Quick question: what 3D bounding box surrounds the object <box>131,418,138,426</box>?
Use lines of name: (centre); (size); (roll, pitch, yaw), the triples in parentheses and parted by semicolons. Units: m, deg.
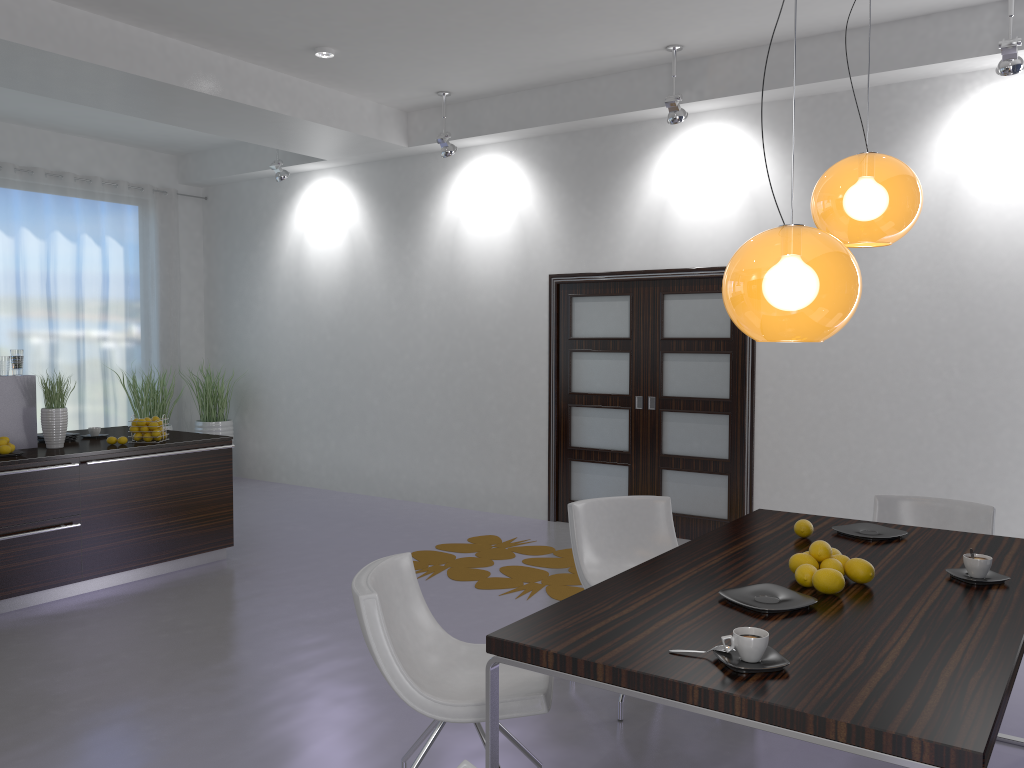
object: (-2.449, 0.253, 5.776); (0.057, 0.060, 0.052); (1, 3, 23)

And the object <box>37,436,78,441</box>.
object: (-2.980, 0.356, 5.809); (0.232, 0.020, 0.232); (3, 4, 43)

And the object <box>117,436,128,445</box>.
object: (-2.472, 0.359, 5.629); (0.053, 0.051, 0.063); (2, 4, 38)

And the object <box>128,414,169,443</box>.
object: (-2.381, 0.287, 5.816); (0.207, 0.174, 0.189); (0, 3, 0)

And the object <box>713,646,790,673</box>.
object: (0.555, 0.640, 2.062); (0.154, 0.020, 0.154); (0, 3, -9)

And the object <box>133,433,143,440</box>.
object: (-2.446, 0.345, 5.807); (0.061, 0.053, 0.053); (-1, 3, -13)

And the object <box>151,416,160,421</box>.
object: (-2.360, 0.243, 5.877); (0.059, 0.060, 0.050); (2, 4, 34)

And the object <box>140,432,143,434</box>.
object: (-2.453, 0.340, 5.867); (0.053, 0.053, 0.061); (0, 3, -10)

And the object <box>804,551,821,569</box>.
object: (0.966, 0.573, 2.861); (0.083, 0.068, 0.070); (0, 3, 3)

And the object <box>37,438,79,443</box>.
object: (-2.980, 0.366, 5.810); (0.232, 0.020, 0.232); (3, 4, 43)

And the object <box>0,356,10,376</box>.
object: (-3.063, -0.108, 5.342); (0.072, 0.119, 0.071); (-1, 3, -15)

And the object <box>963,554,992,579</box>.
object: (1.454, 0.573, 2.790); (0.081, 0.064, 0.101); (-2, 3, -31)

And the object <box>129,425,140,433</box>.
object: (-2.446, 0.294, 5.750); (0.063, 0.051, 0.053); (0, 3, 3)

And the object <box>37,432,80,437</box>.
object: (-3.142, 0.278, 5.709); (0.646, 0.147, 0.269); (-2, 3, -30)

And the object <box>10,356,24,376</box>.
object: (-3.017, -0.111, 5.408); (0.072, 0.119, 0.071); (-1, 3, -15)

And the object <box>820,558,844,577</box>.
object: (0.990, 0.578, 2.745); (0.069, 0.071, 0.081); (1, 3, 12)

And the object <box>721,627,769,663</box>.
object: (0.546, 0.609, 2.056); (0.101, 0.064, 0.081); (-2, 3, -29)

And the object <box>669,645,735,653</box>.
object: (0.451, 0.630, 2.109); (0.155, 0.028, 0.032); (1, 3, 16)

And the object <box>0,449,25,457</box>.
object: (-2.936, 0.402, 5.092); (0.232, 0.020, 0.232); (3, 4, 43)

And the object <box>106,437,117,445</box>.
object: (-2.536, 0.359, 5.622); (0.063, 0.051, 0.053); (0, 3, 3)

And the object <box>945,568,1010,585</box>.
object: (1.459, 0.604, 2.783); (0.154, 0.020, 0.154); (0, 3, -11)

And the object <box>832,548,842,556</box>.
object: (1.046, 0.571, 2.901); (0.070, 0.068, 0.083); (2, 4, 38)

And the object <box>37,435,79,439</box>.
object: (-2.980, 0.346, 5.809); (0.232, 0.020, 0.232); (2, 4, 38)

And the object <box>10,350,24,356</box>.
object: (-3.017, -0.150, 5.406); (0.072, 0.119, 0.071); (-1, 3, -15)

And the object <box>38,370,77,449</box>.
object: (-2.788, 0.142, 5.447); (0.247, 0.502, 0.269); (-1, 3, -12)

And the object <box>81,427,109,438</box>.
object: (-2.838, 0.331, 6.032); (0.153, 0.069, 0.153); (1, 3, 8)

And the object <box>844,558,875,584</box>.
object: (1.071, 0.576, 2.731); (0.079, 0.077, 0.094); (0, 3, -12)

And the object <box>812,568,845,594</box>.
object: (0.933, 0.582, 2.615); (0.094, 0.077, 0.079); (1, 3, 8)

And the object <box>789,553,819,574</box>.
object: (0.917, 0.571, 2.784); (0.094, 0.080, 0.076); (2, 4, 36)

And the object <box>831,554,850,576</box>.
object: (1.037, 0.576, 2.813); (0.083, 0.068, 0.070); (0, 3, 3)

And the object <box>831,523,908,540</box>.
object: (1.377, 0.571, 3.418); (0.232, 0.020, 0.232); (-1, 3, -27)

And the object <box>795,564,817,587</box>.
object: (0.896, 0.582, 2.691); (0.070, 0.068, 0.083); (2, 4, 38)

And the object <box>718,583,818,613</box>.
object: (0.731, 0.616, 2.541); (0.232, 0.020, 0.232); (-1, 3, -27)

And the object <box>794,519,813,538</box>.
object: (1.104, 0.548, 3.355); (0.070, 0.068, 0.083); (2, 4, 38)

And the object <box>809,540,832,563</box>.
object: (0.977, 0.530, 2.806); (0.070, 0.068, 0.083); (2, 4, 38)

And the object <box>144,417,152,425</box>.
object: (-2.387, 0.245, 5.805); (0.063, 0.053, 0.051); (2, 4, 36)
